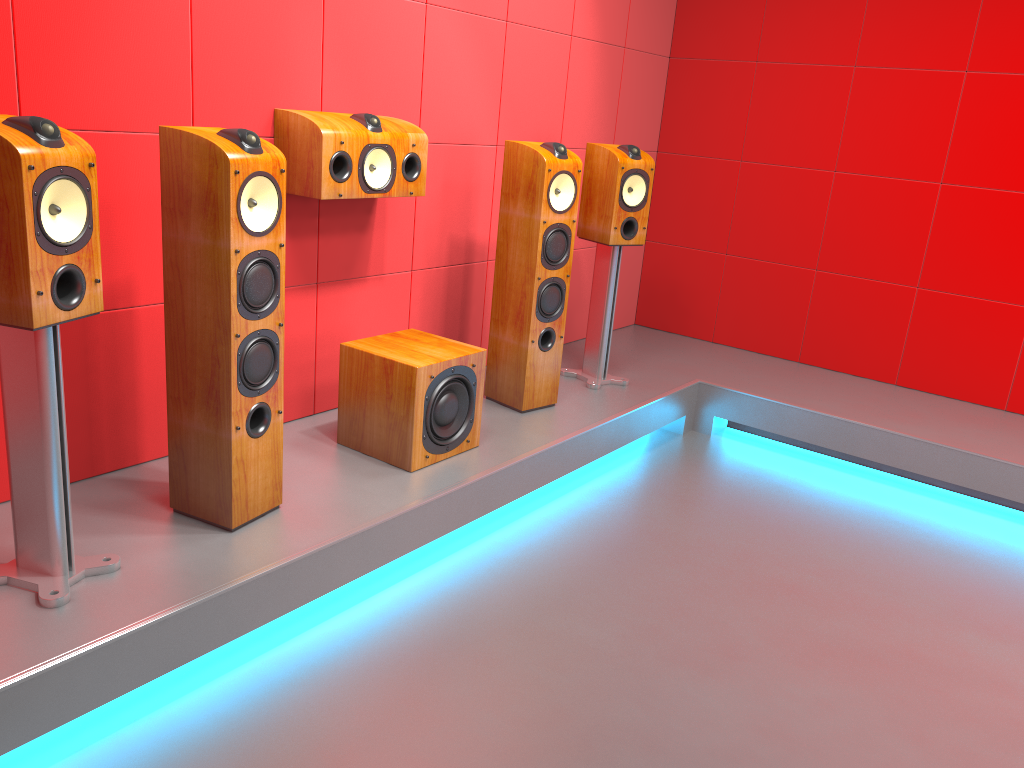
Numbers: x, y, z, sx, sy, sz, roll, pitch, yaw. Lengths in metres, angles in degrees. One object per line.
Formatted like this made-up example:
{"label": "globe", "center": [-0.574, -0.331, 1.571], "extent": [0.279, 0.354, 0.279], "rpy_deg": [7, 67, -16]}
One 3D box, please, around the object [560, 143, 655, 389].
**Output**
{"label": "object", "center": [0.425, -0.526, 3.952], "extent": [0.231, 1.058, 0.265], "rpy_deg": [-7, 21, -34]}

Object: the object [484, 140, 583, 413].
{"label": "object", "center": [0.083, -0.425, 3.534], "extent": [0.203, 1.052, 0.238], "rpy_deg": [-11, 24, -43]}

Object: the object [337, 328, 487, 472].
{"label": "object", "center": [-0.343, 0.044, 3.067], "extent": [0.360, 0.360, 0.360], "rpy_deg": [17, 21, 33]}

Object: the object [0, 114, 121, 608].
{"label": "object", "center": [-1.067, -0.048, 1.964], "extent": [0.265, 1.058, 0.231], "rpy_deg": [10, 18, 14]}

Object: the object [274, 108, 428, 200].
{"label": "object", "center": [-0.535, -0.783, 3.013], "extent": [0.235, 0.271, 0.493], "rpy_deg": [17, 21, 33]}

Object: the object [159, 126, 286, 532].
{"label": "object", "center": [-0.763, -0.143, 2.371], "extent": [0.238, 1.052, 0.203], "rpy_deg": [13, 19, 24]}
